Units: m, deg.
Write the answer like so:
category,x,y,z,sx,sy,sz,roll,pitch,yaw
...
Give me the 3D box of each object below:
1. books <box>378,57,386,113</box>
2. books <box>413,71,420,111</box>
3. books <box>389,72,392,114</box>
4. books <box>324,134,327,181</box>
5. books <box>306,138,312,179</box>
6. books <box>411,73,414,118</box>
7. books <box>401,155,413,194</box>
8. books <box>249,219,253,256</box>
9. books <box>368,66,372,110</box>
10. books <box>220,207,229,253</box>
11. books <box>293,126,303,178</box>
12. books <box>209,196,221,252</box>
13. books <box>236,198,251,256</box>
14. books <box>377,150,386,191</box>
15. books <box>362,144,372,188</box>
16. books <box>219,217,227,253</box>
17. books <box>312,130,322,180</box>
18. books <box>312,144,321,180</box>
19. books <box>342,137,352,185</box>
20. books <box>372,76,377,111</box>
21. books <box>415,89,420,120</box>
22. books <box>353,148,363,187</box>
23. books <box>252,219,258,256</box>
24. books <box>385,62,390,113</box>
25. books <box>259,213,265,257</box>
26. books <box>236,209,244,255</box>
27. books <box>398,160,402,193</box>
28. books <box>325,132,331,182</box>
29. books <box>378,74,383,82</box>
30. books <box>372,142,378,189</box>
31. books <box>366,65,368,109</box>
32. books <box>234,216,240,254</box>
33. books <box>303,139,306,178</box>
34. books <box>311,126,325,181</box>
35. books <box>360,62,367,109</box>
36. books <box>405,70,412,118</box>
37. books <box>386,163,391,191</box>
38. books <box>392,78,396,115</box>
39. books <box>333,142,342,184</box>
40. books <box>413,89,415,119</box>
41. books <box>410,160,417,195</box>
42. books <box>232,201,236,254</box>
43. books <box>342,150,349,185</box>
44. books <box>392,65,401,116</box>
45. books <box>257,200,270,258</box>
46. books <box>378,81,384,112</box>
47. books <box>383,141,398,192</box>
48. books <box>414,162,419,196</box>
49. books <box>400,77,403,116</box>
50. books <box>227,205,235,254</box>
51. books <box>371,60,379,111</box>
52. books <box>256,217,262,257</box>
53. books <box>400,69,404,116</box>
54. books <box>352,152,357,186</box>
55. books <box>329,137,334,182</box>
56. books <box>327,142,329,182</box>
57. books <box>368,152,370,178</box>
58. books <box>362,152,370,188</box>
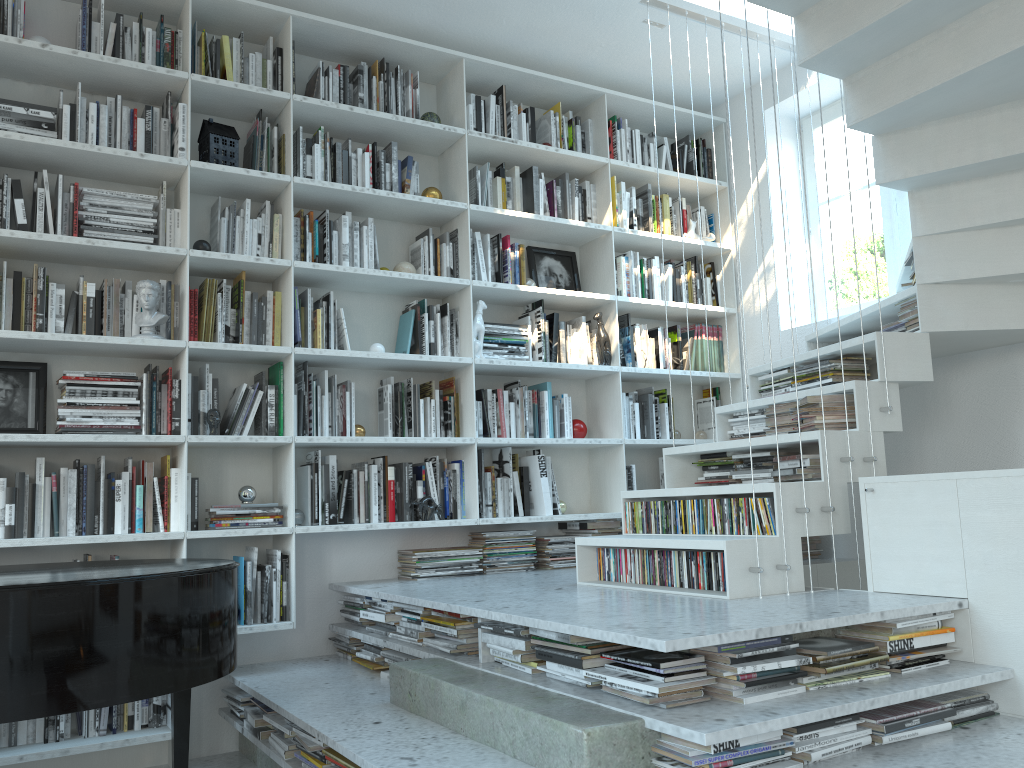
category,x,y,z,sx,sy,sz,roll,pitch,yaw
books,-0.641,-1.360,4.228,0.007,0.329,0.184,2,-8,-30
books,-0.486,-1.342,4.314,0.006,0.306,0.163,2,-8,-30
books,-0.609,-1.330,4.251,0.008,0.274,0.163,2,-8,-30
books,-0.873,-0.977,4.034,0.010,0.268,0.166,2,-8,-30
books,-0.936,-0.966,4.004,0.026,0.243,0.148,2,-8,-30
books,-0.516,-1.331,4.288,0.008,0.278,0.180,2,-8,-30
books,-0.526,-0.947,4.224,0.054,0.235,0.171,2,-9,-30
books,-1.146,-0.590,3.810,0.024,0.194,0.173,2,-9,-30
books,-0.698,-1.338,4.210,0.007,0.284,0.159,2,-8,-30
books,-1.237,-0.615,3.785,0.024,0.242,0.159,2,-8,-30
books,-0.969,-0.990,3.979,0.012,0.284,0.159,2,-8,-30
books,-1.266,-0.637,3.773,0.018,0.285,0.159,2,-8,-30
books,-1.156,-0.632,3.798,0.028,0.275,0.187,2,-8,-30
books,-0.640,-0.952,4.165,0.030,0.237,0.186,2,-9,-30
books,-0.689,-0.967,4.145,0.012,0.264,0.156,2,-8,-30
books,-1.242,-0.590,3.754,0.028,0.185,0.181,2,-9,-30
books,-0.898,-0.985,4.028,0.011,0.283,0.173,2,-8,-30
books,-0.904,-0.950,4.000,0.026,0.207,0.181,2,-9,-30
books,-0.775,-0.978,4.111,0.013,0.284,0.154,2,-8,-30
books,-0.676,-1.313,4.196,0.018,0.230,0.160,2,-8,-30
books,-0.492,-1.294,4.301,0.014,0.208,0.188,2,-9,-30
books,-0.730,-0.955,4.118,0.023,0.236,0.149,2,-8,-30
books,-1.132,-0.590,3.822,0.027,0.196,0.185,2,-9,-30
books,-0.623,-1.347,4.217,0.015,0.299,0.183,2,-8,-30
books,-1.102,-0.606,3.851,0.024,0.233,0.150,2,-8,-30
books,-1.181,-0.611,3.805,0.023,0.235,0.178,2,-9,-30
books,-0.568,-0.936,4.212,0.030,0.212,0.157,2,-9,-30
books,-0.859,-0.988,4.061,0.021,0.295,0.138,2,-8,-30
books,-0.647,-1.321,4.220,0.008,0.250,0.170,2,-8,-30
books,-0.669,-0.974,4.173,0.012,0.284,0.159,2,-8,-30
books,-0.715,-1.343,4.206,0.017,0.294,0.139,2,-8,-30
books,-1.196,-0.596,3.800,0.023,0.207,0.171,2,-9,-30
books,-0.955,-0.964,4.000,0.012,0.239,0.139,2,-8,-30
books,-0.884,-0.997,4.031,0.014,0.306,0.152,2,-8,-30
books,-0.727,-1.344,4.185,0.024,0.292,0.167,2,-8,-30
books,-0.529,-1.339,4.289,0.013,0.296,0.189,2,-8,-30
books,-0.617,-0.923,4.179,0.027,0.181,0.176,2,-9,-30
books,-0.594,-1.319,4.257,0.024,0.252,0.150,2,-8,-30
books,-0.818,-0.962,4.061,0.027,0.241,0.160,2,-8,-30
books,-0.510,-1.297,4.302,0.018,0.214,0.158,2,-9,-30
books,-0.511,-0.936,4.242,0.048,0.216,0.182,2,-9,-30
books,-1.208,-0.630,3.800,0.019,0.275,0.146,2,-8,-30
books,-0.793,-0.948,4.100,0.028,0.223,0.142,2,-8,-30
books,-0.577,-1.346,4.261,0.008,0.306,0.183,2,-8,-30
books,-1.089,-0.635,3.865,0.028,0.293,0.154,2,-8,-30
books,-0.650,-1.299,4.197,0.018,0.200,0.188,2,-9,-30
books,-0.588,-0.975,4.189,0.029,0.285,0.183,2,-8,-30
books,-0.488,-0.938,4.276,0.026,0.229,0.140,2,-8,-30
books,-0.560,-1.340,4.283,0.019,0.299,0.137,2,-8,-30
books,-1.219,-0.618,3.790,0.028,0.249,0.164,2,-8,-30
books,-0.670,-1.353,4.212,0.006,0.312,0.179,2,-8,-30
books,-1.114,-0.596,3.834,0.029,0.211,0.158,2,-9,-30
books,-0.558,-1.348,4.306,0.008,0.321,0.134,2,-8,-30
books,-0.757,-0.944,4.115,0.025,0.216,0.144,2,-8,-30
books,-0.848,-0.977,4.074,0.012,0.276,0.133,2,-8,-30
books,-0.867,-0.959,4.045,0.012,0.235,0.165,2,-8,-30
books,-0.697,-0.946,4.135,0.011,0.222,0.159,2,-8,-30
books,-0.704,-0.942,4.114,0.021,0.209,0.181,2,-9,-30
